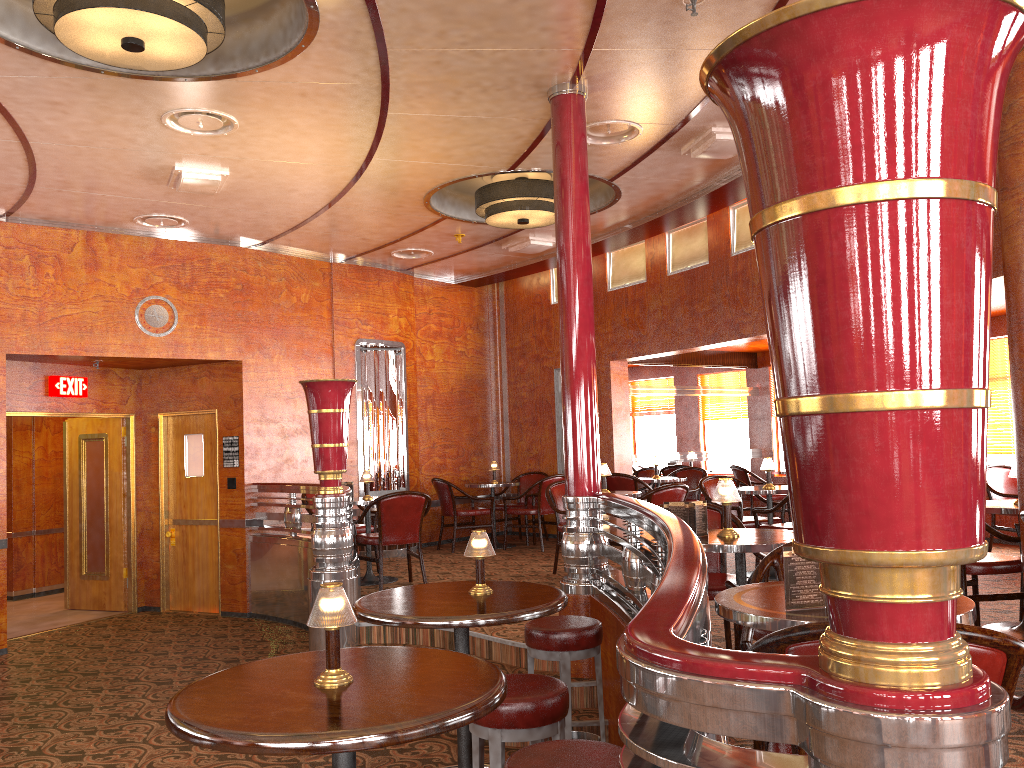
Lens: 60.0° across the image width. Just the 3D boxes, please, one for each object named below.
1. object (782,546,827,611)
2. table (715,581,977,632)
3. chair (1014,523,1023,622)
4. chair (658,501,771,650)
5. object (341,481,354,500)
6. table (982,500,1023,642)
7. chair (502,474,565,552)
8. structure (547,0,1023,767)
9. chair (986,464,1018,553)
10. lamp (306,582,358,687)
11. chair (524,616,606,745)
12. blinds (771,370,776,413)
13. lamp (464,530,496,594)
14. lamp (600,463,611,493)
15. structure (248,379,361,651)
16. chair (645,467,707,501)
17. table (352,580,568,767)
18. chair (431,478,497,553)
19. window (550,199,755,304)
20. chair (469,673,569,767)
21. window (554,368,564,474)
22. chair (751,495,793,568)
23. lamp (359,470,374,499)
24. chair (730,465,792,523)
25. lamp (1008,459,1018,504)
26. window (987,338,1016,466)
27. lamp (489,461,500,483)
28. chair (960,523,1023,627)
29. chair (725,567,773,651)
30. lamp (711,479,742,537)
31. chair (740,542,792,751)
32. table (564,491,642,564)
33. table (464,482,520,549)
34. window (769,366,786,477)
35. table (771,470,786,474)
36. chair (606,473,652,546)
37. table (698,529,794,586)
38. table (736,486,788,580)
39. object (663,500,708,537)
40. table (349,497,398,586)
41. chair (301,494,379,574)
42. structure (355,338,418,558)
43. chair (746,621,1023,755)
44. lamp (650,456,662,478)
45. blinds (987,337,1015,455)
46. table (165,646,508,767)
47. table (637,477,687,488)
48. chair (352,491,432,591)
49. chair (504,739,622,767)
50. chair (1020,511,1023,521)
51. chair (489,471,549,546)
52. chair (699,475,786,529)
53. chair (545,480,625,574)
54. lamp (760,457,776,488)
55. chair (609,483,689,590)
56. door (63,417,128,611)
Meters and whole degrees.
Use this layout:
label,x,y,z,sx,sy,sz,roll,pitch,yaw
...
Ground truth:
label,x,y,z,sx,sy,sz,roll,pitch,yaw
object,0.759,0.483,2.226,0.169,0.156,0.195,-1,-4,-14
table,0.874,0.924,2.317,0.639,0.719,0.640,-1,-4,-21
chair,3.337,0.976,5.070,0.615,0.816,0.588,-1,-3,-9
chair,0.948,1.019,4.466,0.588,0.816,0.616,-2,-3,-4
object,-1.435,0.937,7.779,0.195,0.156,0.169,-3,-4,21
table,2.888,1.034,4.981,0.640,0.719,0.640,-5,-4,37
chair,0.292,1.401,9.756,0.615,0.816,0.588,-5,-4,41
structure,0.384,-0.052,3.076,0.549,3.602,4.357,-2,-4,1
chair,4.498,1.122,7.828,0.588,0.816,0.616,-1,-3,-14
lamp,-0.465,0.644,2.298,0.130,0.250,0.130,1,-4,-43
chair,0.241,1.440,3.942,0.350,0.755,0.350,-5,-4,42
blinds,3.633,0.076,11.231,0.050,0.661,0.804,0,-4,-33
lamp,-0.131,0.722,3.612,0.130,0.250,0.130,-5,-4,37
lamp,0.765,0.786,7.394,0.130,0.250,0.130,-1,-3,-17
structure,-1.651,1.094,7.238,0.624,2.023,3.171,-1,-4,-24
chair,1.925,1.372,10.176,0.615,0.816,0.588,1,-5,-44
table,-0.188,1.322,3.495,0.849,0.959,0.850,-2,-3,6
chair,-0.575,1.443,9.920,0.615,0.816,0.588,0,-4,-29
window,2.078,-1.655,5.105,1.956,0.480,11.958,-2,-4,-6
chair,0.026,1.379,2.931,0.350,0.755,0.350,-1,-3,-23
window,0.848,0.511,10.567,0.257,1.439,0.807,0,-4,-39
chair,2.263,1.134,6.840,0.588,0.816,0.616,-1,-4,-24
lamp,-1.280,0.887,7.819,0.130,0.250,0.130,0,-4,-34
chair,2.956,1.367,10.642,0.615,0.816,0.588,-2,-3,-6
lamp,2.875,0.550,5.000,0.130,0.250,0.130,-1,-3,-17
window,4.851,0.263,9.014,0.040,1.419,0.821,-1,-4,-22
lamp,-0.202,1.006,10.137,0.130,0.250,0.130,-1,-3,-17
chair,2.469,0.992,4.855,0.615,0.816,0.588,-1,-3,-14
chair,1.155,0.932,3.288,0.588,0.816,0.616,-2,-3,-4
lamp,0.948,0.544,3.911,0.130,0.250,0.130,-1,-3,-17
chair,1.011,0.895,2.670,0.588,0.816,0.615,-3,-4,21
table,0.770,1.272,7.390,0.640,0.719,0.640,0,-4,-34
table,-0.211,1.491,10.117,0.640,0.719,0.640,0,-4,-34
window,3.670,0.455,11.226,0.151,1.435,0.839,0,-4,-33
table,3.417,1.405,10.723,0.640,0.719,0.640,-2,-3,6
chair,1.315,1.348,9.515,0.615,0.816,0.588,1,-5,-44
table,1.008,1.024,3.863,0.639,0.719,0.640,-2,-3,-3
table,2.139,1.219,7.322,0.640,0.719,0.640,0,-4,-34
object,0.778,0.593,3.856,0.195,0.156,0.169,-2,-4,-4
table,-1.261,1.371,7.791,0.640,0.719,0.640,0,-4,-34
chair,-1.636,1.370,8.302,0.588,0.816,0.615,1,-5,-44
structure,-1.387,0.687,9.721,0.812,2.352,0.557,1,-4,-42
chair,0.789,0.848,1.866,0.588,0.816,0.615,-3,-4,16
lamp,1.609,0.926,9.889,0.130,0.250,0.130,-1,-3,-17
blinds,4.804,0.141,9.003,0.050,1.173,0.804,-1,-4,-22
table,-0.420,1.246,2.255,0.850,0.959,0.850,-4,-4,28
table,1.636,1.408,9.841,0.640,0.719,0.640,0,-4,-34
chair,-0.970,1.277,7.274,0.588,0.816,0.616,0,-4,-29
chair,0.163,1.326,2.224,0.350,0.755,0.350,-1,-3,-23
chair,2.374,0.901,3.467,0.615,0.816,0.588,-3,-3,11
chair,0.131,1.456,10.487,0.588,0.816,0.615,-4,-4,36
chair,1.961,1.199,7.650,0.588,0.816,0.616,0,-4,-29
chair,0.620,1.253,7.750,0.588,0.816,0.616,-1,-4,-24
lamp,2.127,0.736,7.356,0.130,0.250,0.130,-2,-3,-8
chair,1.063,1.180,6.902,0.588,0.816,0.615,1,-4,-39
door,-4.300,1.329,9.157,0.808,1.981,0.063,-3,-3,21
